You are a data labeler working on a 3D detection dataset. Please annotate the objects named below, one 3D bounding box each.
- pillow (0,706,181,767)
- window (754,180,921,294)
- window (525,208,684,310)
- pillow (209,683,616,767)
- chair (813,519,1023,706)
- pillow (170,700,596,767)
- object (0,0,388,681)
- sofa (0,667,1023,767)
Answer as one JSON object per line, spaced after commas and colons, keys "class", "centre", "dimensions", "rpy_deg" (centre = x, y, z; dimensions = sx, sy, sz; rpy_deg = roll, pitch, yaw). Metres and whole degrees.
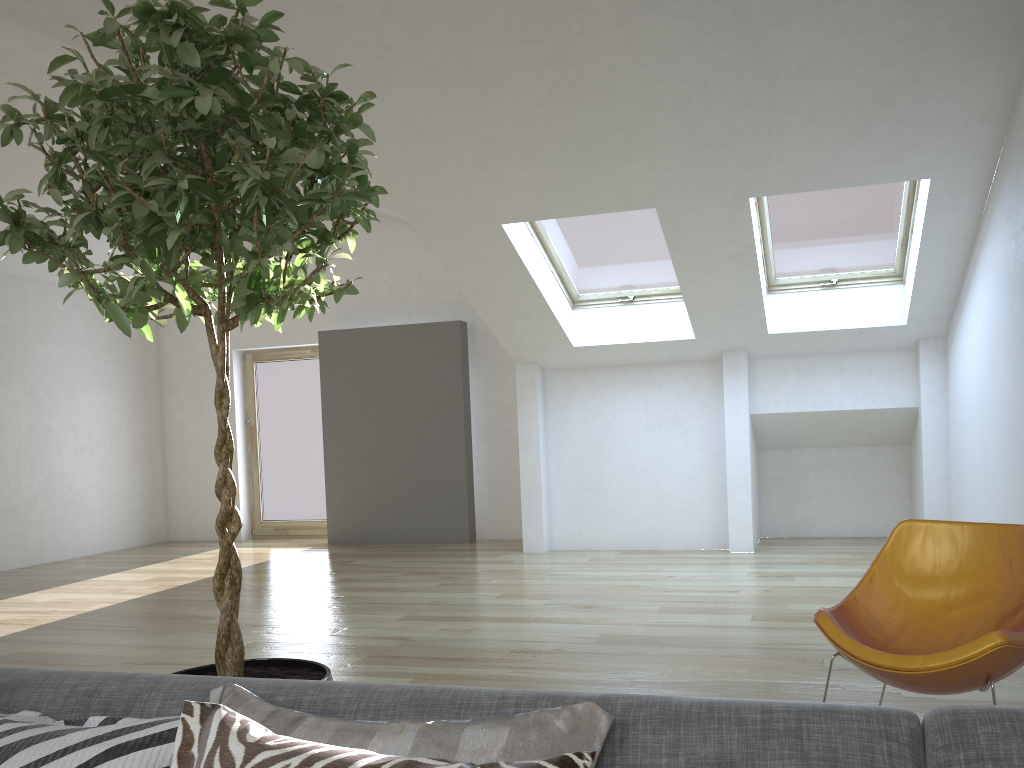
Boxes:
{"class": "pillow", "centre": [-0.752, 0.653, 1.297], "dimensions": [0.568, 0.284, 0.353], "rpy_deg": [-3, -1, 17]}
{"class": "window", "centre": [2.312, -1.080, 6.357], "dimensions": [1.493, 0.729, 1.876], "rpy_deg": [-3, -3, 18]}
{"class": "window", "centre": [0.766, -0.994, 6.797], "dimensions": [1.493, 0.729, 1.876], "rpy_deg": [-3, -3, 18]}
{"class": "pillow", "centre": [-0.202, 0.601, 1.187], "dimensions": [0.651, 0.319, 0.259], "rpy_deg": [-3, -1, 17]}
{"class": "chair", "centre": [1.355, 0.820, 2.808], "dimensions": [0.719, 0.724, 0.653], "rpy_deg": [-2, -1, -42]}
{"class": "pillow", "centre": [-0.194, 0.566, 1.005], "dimensions": [0.564, 0.341, 0.277], "rpy_deg": [-3, -1, 20]}
{"class": "object", "centre": [-0.654, 0.189, 1.894], "dimensions": [0.817, 2.023, 0.795], "rpy_deg": [-2, 1, -4]}
{"class": "sofa", "centre": [-0.562, 0.809, 1.114], "dimensions": [2.498, 0.684, 1.010], "rpy_deg": [-3, -2, 16]}
